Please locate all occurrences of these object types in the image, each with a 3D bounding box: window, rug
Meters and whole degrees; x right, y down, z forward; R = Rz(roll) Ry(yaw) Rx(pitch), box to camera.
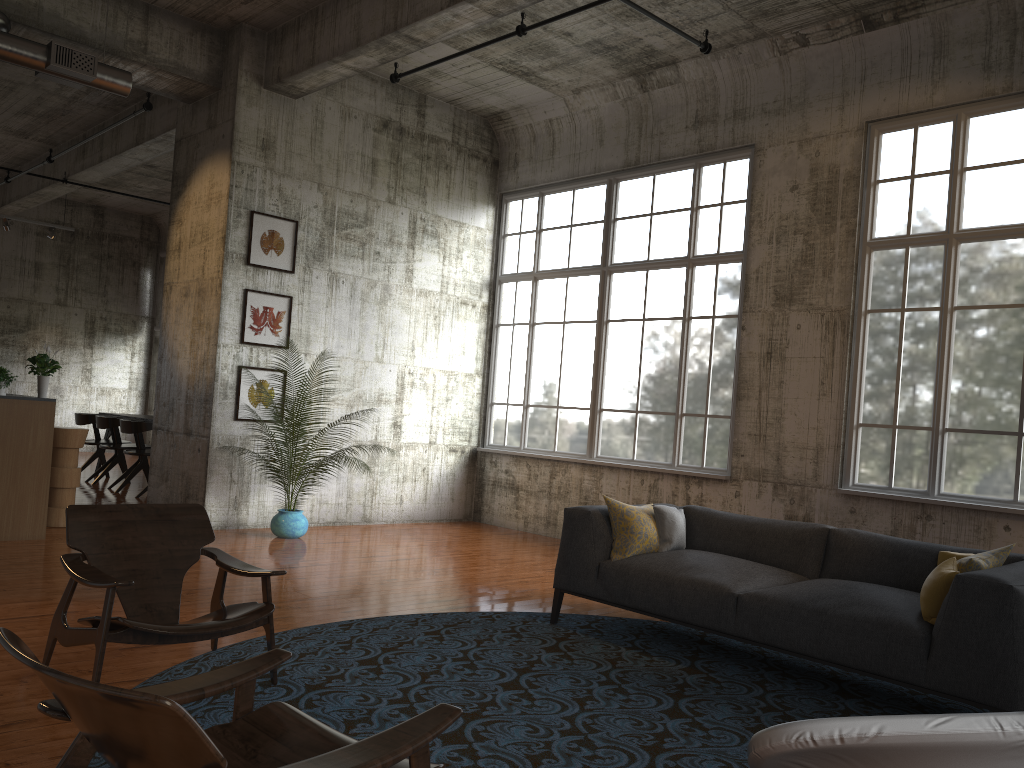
[{"bbox_3d":[1.068,-0.775,10.360,0.050,3.434,3.847,5,-1,-44],"label":"window"},{"bbox_3d":[0.648,1.599,4.043,4.845,0.009,4.850,4,-2,3],"label":"rug"},{"bbox_3d":[4.623,-0.655,6.623,0.050,3.434,4.279,5,-1,-44],"label":"window"}]

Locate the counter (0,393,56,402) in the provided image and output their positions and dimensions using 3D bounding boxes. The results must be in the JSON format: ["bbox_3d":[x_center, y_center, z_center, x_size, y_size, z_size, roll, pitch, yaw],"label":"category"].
[{"bbox_3d":[-6.035,0.120,9.081,1.247,0.174,4.358,6,-3,-43],"label":"counter"}]

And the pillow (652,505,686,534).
[{"bbox_3d":[1.118,1.013,6.217,0.435,0.318,0.168,6,-2,-44],"label":"pillow"}]

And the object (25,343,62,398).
[{"bbox_3d":[-4.222,-0.122,7.989,0.268,0.502,0.304,4,-1,-1],"label":"object"}]

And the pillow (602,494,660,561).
[{"bbox_3d":[0.837,0.977,5.960,0.537,0.446,0.260,5,-1,-36],"label":"pillow"}]

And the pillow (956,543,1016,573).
[{"bbox_3d":[2.409,1.044,4.666,0.537,0.446,0.260,5,-1,-36],"label":"pillow"}]

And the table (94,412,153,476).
[{"bbox_3d":[-4.736,1.058,13.264,1.641,1.005,3.699,6,-3,-44],"label":"table"}]

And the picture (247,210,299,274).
[{"bbox_3d":[-2.572,-1.521,9.543,0.556,0.580,0.036,6,-1,-44],"label":"picture"}]

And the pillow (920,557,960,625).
[{"bbox_3d":[2.150,1.035,4.461,0.168,0.318,0.435,4,-2,21],"label":"pillow"}]

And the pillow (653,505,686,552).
[{"bbox_3d":[1.081,0.982,6.021,0.170,0.314,0.365,4,-2,36],"label":"pillow"}]

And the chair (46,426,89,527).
[{"bbox_3d":[-4.467,0.916,8.816,0.410,0.962,0.410,4,-1,25],"label":"chair"}]

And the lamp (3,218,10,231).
[{"bbox_3d":[-9.057,-2.843,15.890,0.102,0.251,0.165,4,-1,1],"label":"lamp"}]

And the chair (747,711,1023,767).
[{"bbox_3d":[0.928,1.009,1.712,1.057,1.030,0.807,4,-1,-4],"label":"chair"}]

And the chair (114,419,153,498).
[{"bbox_3d":[-4.881,1.002,11.929,0.877,0.993,0.770,3,-2,43],"label":"chair"}]

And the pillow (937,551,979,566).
[{"bbox_3d":[2.493,1.079,4.910,0.229,0.371,0.404,5,-2,-34],"label":"pillow"}]

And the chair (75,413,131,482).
[{"bbox_3d":[-6.200,0.960,13.377,0.770,0.993,0.877,5,-2,-43],"label":"chair"}]

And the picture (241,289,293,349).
[{"bbox_3d":[-2.634,-0.694,9.537,0.556,0.580,0.036,6,-1,-44],"label":"picture"}]

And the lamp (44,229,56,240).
[{"bbox_3d":[-8.553,-2.778,16.443,0.226,0.215,0.102,4,-1,-3],"label":"lamp"}]

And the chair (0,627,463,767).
[{"bbox_3d":[-0.733,1.029,2.310,0.874,0.793,1.045,3,-2,36],"label":"chair"}]

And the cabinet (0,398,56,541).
[{"bbox_3d":[-6.076,0.679,9.077,1.247,1.243,4.356,6,-2,-44],"label":"cabinet"}]

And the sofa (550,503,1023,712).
[{"bbox_3d":[1.742,1.313,5.439,1.364,0.861,3.001,6,-3,-42],"label":"sofa"}]

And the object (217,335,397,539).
[{"bbox_3d":[-2.045,0.571,9.124,1.890,2.063,1.512,5,-1,-21],"label":"object"}]

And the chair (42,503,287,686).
[{"bbox_3d":[-1.689,1.036,4.312,0.876,0.793,1.042,6,-2,-43],"label":"chair"}]

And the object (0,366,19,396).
[{"bbox_3d":[-4.447,-0.029,7.712,0.236,0.257,0.232,4,-1,-5],"label":"object"}]

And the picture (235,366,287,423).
[{"bbox_3d":[-2.695,0.117,9.532,0.556,0.580,0.036,6,-1,-44],"label":"picture"}]

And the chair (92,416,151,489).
[{"bbox_3d":[-5.580,0.981,12.724,0.770,0.993,0.877,5,-2,-44],"label":"chair"}]

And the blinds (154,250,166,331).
[{"bbox_3d":[-6.221,-1.997,17.877,0.137,1.775,4.462,5,-2,-43],"label":"blinds"}]
